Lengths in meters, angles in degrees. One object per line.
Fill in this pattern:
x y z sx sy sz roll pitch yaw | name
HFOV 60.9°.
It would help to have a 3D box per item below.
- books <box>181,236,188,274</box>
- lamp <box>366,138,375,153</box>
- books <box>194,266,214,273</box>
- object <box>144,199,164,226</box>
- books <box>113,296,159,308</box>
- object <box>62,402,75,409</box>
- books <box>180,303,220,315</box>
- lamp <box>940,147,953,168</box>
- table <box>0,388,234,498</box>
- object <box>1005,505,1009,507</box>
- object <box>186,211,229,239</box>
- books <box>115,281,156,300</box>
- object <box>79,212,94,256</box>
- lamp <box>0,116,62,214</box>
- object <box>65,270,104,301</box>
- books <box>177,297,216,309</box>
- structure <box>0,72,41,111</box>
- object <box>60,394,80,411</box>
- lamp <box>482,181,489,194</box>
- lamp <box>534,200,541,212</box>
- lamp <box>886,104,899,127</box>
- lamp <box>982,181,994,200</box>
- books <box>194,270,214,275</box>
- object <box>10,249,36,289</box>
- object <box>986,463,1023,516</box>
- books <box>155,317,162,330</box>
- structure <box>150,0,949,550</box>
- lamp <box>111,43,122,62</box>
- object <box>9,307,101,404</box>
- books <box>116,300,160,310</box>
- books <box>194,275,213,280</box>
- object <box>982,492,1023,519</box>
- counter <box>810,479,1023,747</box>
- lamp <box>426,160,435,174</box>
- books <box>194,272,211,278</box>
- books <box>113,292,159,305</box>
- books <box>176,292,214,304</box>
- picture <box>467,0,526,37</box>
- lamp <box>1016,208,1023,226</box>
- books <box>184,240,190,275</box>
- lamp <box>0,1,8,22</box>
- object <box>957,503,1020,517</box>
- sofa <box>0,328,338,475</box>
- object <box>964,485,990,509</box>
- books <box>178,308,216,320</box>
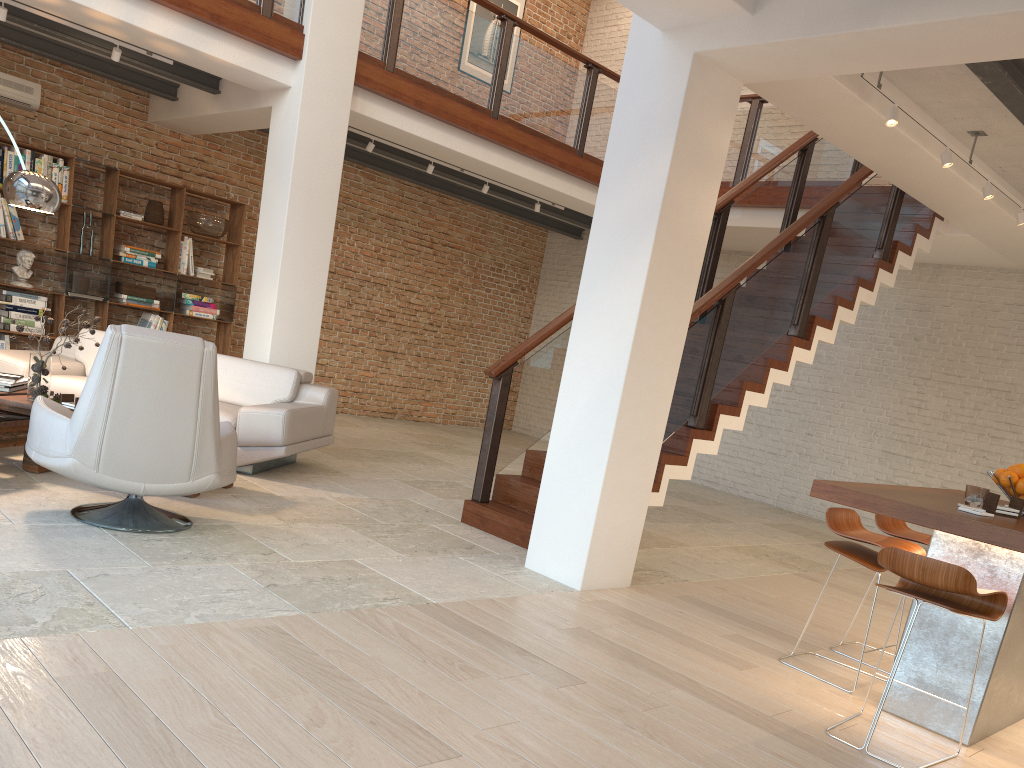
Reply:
-3.498 -1.361 9.178 0.036 0.394 0.236 -1 15 -44 | books
-1.325 -2.227 8.163 0.085 0.132 0.058 13 11 15 | lamp
-3.328 -1.229 9.380 0.201 0.035 0.132 13 3 35 | books
-3.625 -1.737 8.845 0.193 0.239 0.189 11 8 3 | object
-3.898 -0.850 9.042 0.238 0.037 0.381 13 3 41 | books
-2.496 0.150 5.230 0.246 0.035 0.268 12 2 17 | object
-3.399 -0.815 9.492 0.248 0.057 0.328 13 3 40 | books
2.616 -1.359 5.240 0.061 0.132 0.083 1 13 -42 | lamp
-2.974 0.264 5.013 2.198 0.440 1.932 11 3 6 | table
2.462 0.590 4.114 0.289 0.035 0.199 9 3 -44 | object
-3.245 -1.675 9.276 0.439 0.225 0.424 11 4 -3 | object
-3.878 -0.962 8.983 0.337 0.122 0.207 8 6 -44 | books
-4.138 -1.462 8.488 0.121 0.410 0.060 1 15 -40 | object
-3.885 -0.914 5.362 2.041 2.416 0.307 9 12 -9 | lamp
-4.242 -0.979 8.606 0.337 0.239 0.275 5 8 -44 | object
-3.428 -0.877 9.456 0.328 0.057 0.247 8 4 -44 | books
-4.671 -2.683 7.763 0.817 0.224 0.194 8 7 -44 | structure
-2.591 0.110 5.163 0.113 0.084 0.092 12 7 17 | object
-0.278 -2.065 9.190 0.061 0.132 0.083 1 13 -42 | lamp
0.285 -1.977 9.731 0.059 0.132 0.085 12 9 6 | lamp
2.052 -1.447 4.699 0.059 0.132 0.085 12 9 6 | lamp
3.148 -1.277 5.760 0.061 0.132 0.083 1 13 -42 | lamp
-3.330 -1.203 9.394 0.172 0.019 0.229 9 3 -42 | books
-4.624 -1.097 8.245 0.197 0.360 0.186 5 11 -29 | object
2.259 0.466 3.804 0.361 0.228 0.359 12 5 11 | object
-3.813 -0.547 9.215 0.098 0.364 0.263 -1 14 -44 | books
1.419 -0.817 4.785 10.210 4.249 13.462 7 5 -45 | structure
-2.978 -2.490 6.562 0.061 0.119 0.091 3 11 -38 | lamp
-2.721 -0.190 5.281 0.314 0.623 0.533 14 8 17 | object
-3.884 -0.817 9.048 0.264 0.021 0.357 13 3 44 | books
-3.347 -1.152 9.412 0.172 0.019 0.229 9 3 -37 | books
2.046 0.504 3.630 0.114 0.084 0.091 11 7 0 | object
2.614 1.141 3.460 1.695 0.944 2.425 6 6 -45 | counter
-0.811 -2.147 8.670 0.061 0.132 0.083 1 13 -42 | lamp
-3.338 -1.177 9.391 0.133 0.034 0.199 9 3 -35 | books
-3.878 -0.882 9.001 0.237 0.037 0.382 13 3 44 | books
-3.429 -0.934 9.432 0.329 0.057 0.247 9 3 -35 | books
-0.249 -4.520 11.236 0.916 1.229 0.026 3 14 -43 | picture
3.663 -1.197 6.267 0.085 0.132 0.058 13 11 15 | lamp
-3.486 -1.346 9.208 0.020 0.369 0.263 -2 15 -44 | books
-3.523 -2.567 6.019 0.061 0.132 0.083 1 13 -42 | lamp
1.921 0.507 3.574 0.398 0.035 0.192 9 3 -40 | object
-2.619 0.100 6.660 2.323 0.778 1.119 11 5 5 | sofa
1.908 0.466 3.592 0.092 0.087 0.088 7 8 -29 | object
-3.427 -0.762 9.486 0.329 0.057 0.247 9 3 -42 | books
